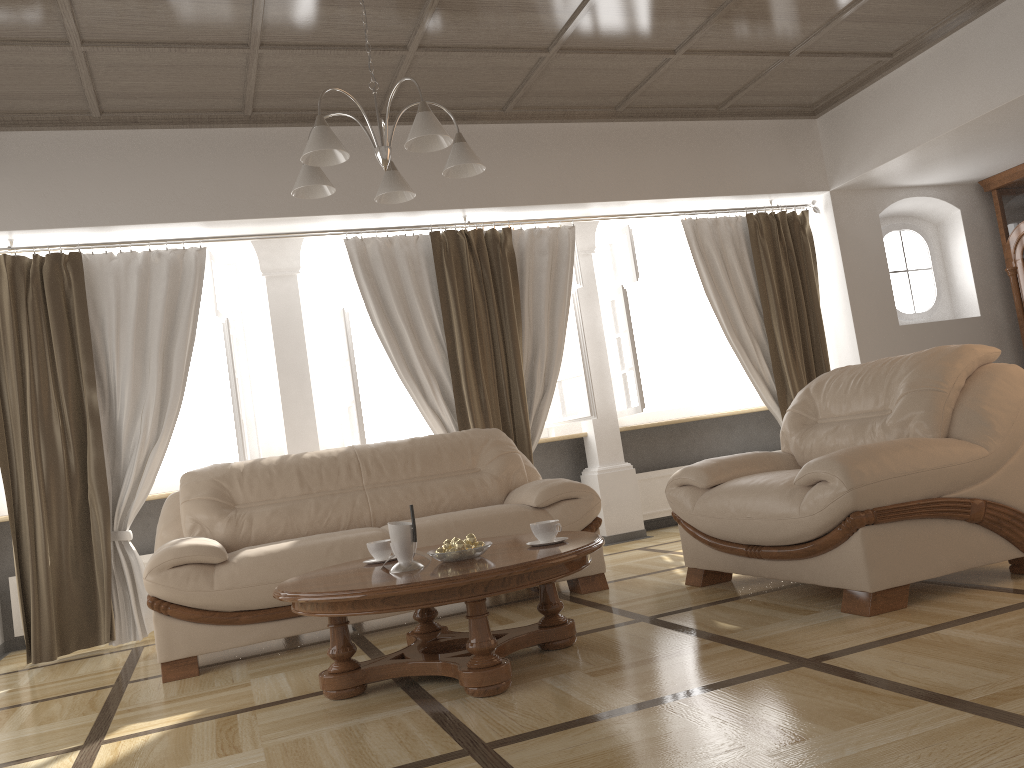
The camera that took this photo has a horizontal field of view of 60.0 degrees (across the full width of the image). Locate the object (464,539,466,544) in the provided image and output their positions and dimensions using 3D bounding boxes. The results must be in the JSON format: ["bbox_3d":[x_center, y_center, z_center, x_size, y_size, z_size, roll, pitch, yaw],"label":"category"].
[{"bbox_3d":[-0.157,0.563,3.112,0.039,0.039,0.041,-11,-5,29],"label":"object"}]

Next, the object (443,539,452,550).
[{"bbox_3d":[-0.215,0.551,3.032,0.040,0.039,0.038,-5,-6,-35],"label":"object"}]

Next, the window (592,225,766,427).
[{"bbox_3d":[1.463,-0.510,6.900,1.653,1.500,0.782,-7,-5,-20],"label":"window"}]

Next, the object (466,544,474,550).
[{"bbox_3d":[-0.147,0.557,2.971,0.041,0.041,0.038,-5,-6,-35],"label":"object"}]

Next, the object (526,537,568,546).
[{"bbox_3d":[0.124,0.556,3.115,0.150,0.010,0.150,-6,-5,-30],"label":"object"}]

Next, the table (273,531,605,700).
[{"bbox_3d":[-0.225,0.814,3.142,1.169,0.392,1.167,-6,-5,-24],"label":"table"}]

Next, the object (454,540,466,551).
[{"bbox_3d":[-0.172,0.539,2.948,0.038,0.042,0.038,-8,-5,-11],"label":"object"}]

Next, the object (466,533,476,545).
[{"bbox_3d":[-0.141,0.537,3.058,0.038,0.044,0.038,-7,-5,-13],"label":"object"}]

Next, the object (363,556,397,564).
[{"bbox_3d":[-0.490,0.666,3.358,0.150,0.010,0.150,-5,-5,-34],"label":"object"}]

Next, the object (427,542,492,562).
[{"bbox_3d":[-0.176,0.579,3.035,0.227,0.039,0.227,-9,-5,5],"label":"object"}]

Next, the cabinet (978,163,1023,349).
[{"bbox_3d":[4.474,-0.634,5.882,0.587,2.298,2.360,-7,-5,-20],"label":"cabinet"}]

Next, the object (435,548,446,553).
[{"bbox_3d":[-0.243,0.578,3.020,0.037,0.040,0.041,-8,-5,-7],"label":"object"}]

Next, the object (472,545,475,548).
[{"bbox_3d":[-0.144,0.571,3.035,0.039,0.039,0.040,-6,-5,-30],"label":"object"}]

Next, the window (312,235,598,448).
[{"bbox_3d":[-0.402,-0.285,6.245,1.759,1.500,0.784,-7,-5,-20],"label":"window"}]

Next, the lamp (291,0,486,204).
[{"bbox_3d":[-0.517,-1.317,3.322,0.713,1.094,0.741,-7,-5,-20],"label":"lamp"}]

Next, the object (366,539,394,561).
[{"bbox_3d":[-0.492,0.632,3.365,0.105,0.071,0.114,-11,-5,31],"label":"object"}]

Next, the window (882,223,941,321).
[{"bbox_3d":[3.126,-0.886,7.029,0.600,0.784,0.050,-7,-5,-20],"label":"window"}]

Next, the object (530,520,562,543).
[{"bbox_3d":[0.120,0.521,3.113,0.105,0.071,0.114,-8,-5,-5],"label":"object"}]

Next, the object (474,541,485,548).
[{"bbox_3d":[-0.111,0.562,3.059,0.039,0.039,0.040,-8,-5,-9],"label":"object"}]

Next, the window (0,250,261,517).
[{"bbox_3d":[-2.441,-0.040,5.502,1.600,1.500,0.781,-7,-5,-20],"label":"window"}]

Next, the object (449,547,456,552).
[{"bbox_3d":[-0.191,0.566,2.968,0.041,0.039,0.039,-4,-6,-42],"label":"object"}]

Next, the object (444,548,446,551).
[{"bbox_3d":[-0.222,0.583,3.053,0.038,0.040,0.040,-11,-5,31],"label":"object"}]

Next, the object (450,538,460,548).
[{"bbox_3d":[-0.189,0.540,2.997,0.037,0.041,0.040,-9,-5,4],"label":"object"}]

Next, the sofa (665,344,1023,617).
[{"bbox_3d":[1.398,0.365,3.771,1.052,0.900,1.318,-7,-5,-20],"label":"sofa"}]

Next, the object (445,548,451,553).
[{"bbox_3d":[-0.208,0.577,3.000,0.038,0.040,0.039,-6,-5,-29],"label":"object"}]

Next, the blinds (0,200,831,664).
[{"bbox_3d":[-0.237,0.044,5.634,5.765,2.294,0.285,-7,-5,-20],"label":"blinds"}]

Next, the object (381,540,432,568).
[{"bbox_3d":[-0.383,0.572,3.152,0.178,0.133,0.104,-8,-5,-5],"label":"object"}]

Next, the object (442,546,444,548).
[{"bbox_3d":[-0.226,0.576,3.091,0.041,0.038,0.039,-10,-5,24],"label":"object"}]

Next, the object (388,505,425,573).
[{"bbox_3d":[-0.367,0.515,2.970,0.119,0.210,0.119,-4,-6,-42],"label":"object"}]

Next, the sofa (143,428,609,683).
[{"bbox_3d":[-0.705,0.736,4.492,2.135,0.900,1.051,-7,-5,-20],"label":"sofa"}]
